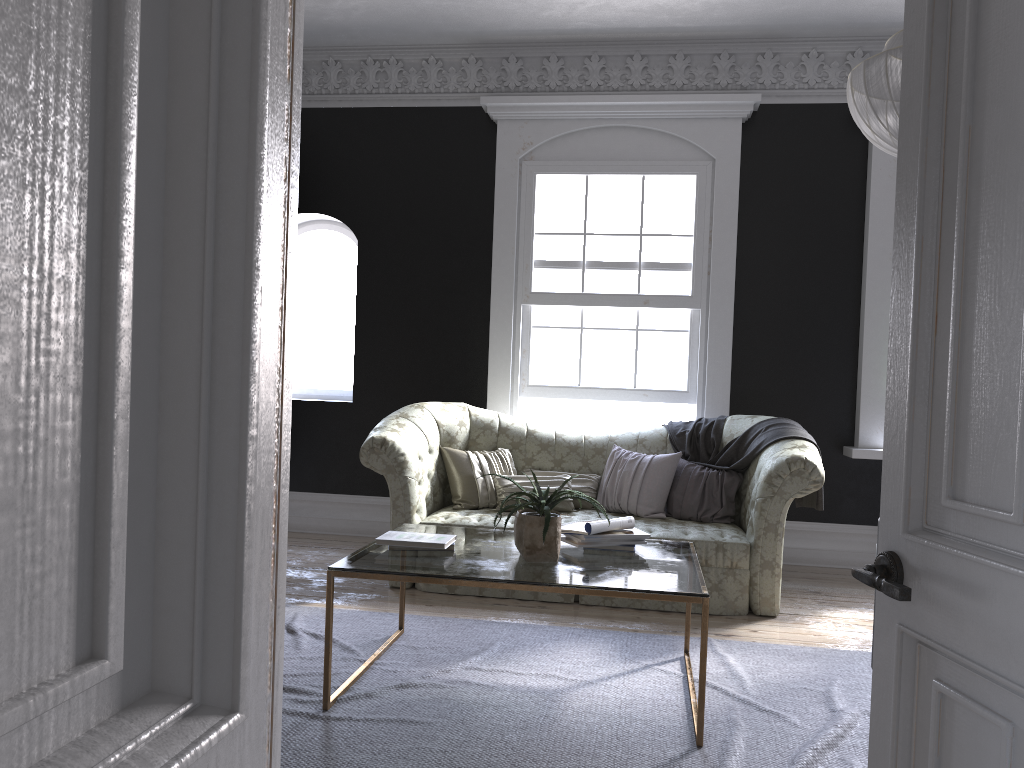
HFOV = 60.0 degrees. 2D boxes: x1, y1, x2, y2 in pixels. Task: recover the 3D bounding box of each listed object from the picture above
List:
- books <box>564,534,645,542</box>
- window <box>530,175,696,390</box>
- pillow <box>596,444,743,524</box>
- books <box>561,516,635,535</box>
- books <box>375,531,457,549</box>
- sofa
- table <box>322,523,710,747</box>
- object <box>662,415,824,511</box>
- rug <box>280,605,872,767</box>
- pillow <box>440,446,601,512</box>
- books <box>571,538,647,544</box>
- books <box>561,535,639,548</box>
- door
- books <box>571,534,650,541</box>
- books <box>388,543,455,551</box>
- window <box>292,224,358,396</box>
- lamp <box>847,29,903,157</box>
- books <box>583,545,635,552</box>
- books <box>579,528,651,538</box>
[{"bbox_3d":[0.411,0.694,4.071,0.318,0.011,0.252,2,0,-20],"label":"books"},{"bbox_3d":[0.763,-0.783,6.821,1.263,1.672,0.056,2,1,9],"label":"window"},{"bbox_3d":[1.035,0.661,5.880,0.963,0.462,0.405,2,1,16],"label":"pillow"},{"bbox_3d":[0.357,0.658,4.062,0.273,0.109,0.322,3,1,44],"label":"books"},{"bbox_3d":[-0.413,0.675,3.845,0.307,0.024,0.220,2,0,9],"label":"books"},{"bbox_3d":[0.526,0.751,6.007,2.812,1.161,1.605,2,1,9],"label":"sofa"},{"bbox_3d":[0.072,1.014,3.865,1.448,0.558,1.092,2,1,9],"label":"table"},{"bbox_3d":[1.503,0.501,5.957,0.517,0.585,1.366,2,1,-32],"label":"object"},{"bbox_3d":[0.085,1.282,3.716,3.644,0.050,2.105,2,0,9],"label":"rug"},{"bbox_3d":[0.043,0.644,6.007,1.105,0.416,0.529,2,1,9],"label":"pillow"},{"bbox_3d":[0.427,0.706,4.071,0.318,0.011,0.252,2,0,-10],"label":"books"},{"bbox_3d":[0.382,0.715,4.068,0.318,0.011,0.252,2,0,-25],"label":"books"},{"bbox_3d":[0.766,0.149,1.153,0.216,2.375,1.097,2,1,-4],"label":"door"},{"bbox_3d":[0.428,0.685,4.061,0.318,0.011,0.252,2,0,-20],"label":"books"},{"bbox_3d":[-0.401,0.702,3.910,0.289,0.030,0.193,2,0,-7],"label":"books"},{"bbox_3d":[-1.623,-0.634,7.599,0.740,1.457,0.112,2,1,9],"label":"window"},{"bbox_3d":[1.749,-1.508,3.481,0.782,2.050,0.783,1,2,-38],"label":"lamp"},{"bbox_3d":[0.448,0.734,4.064,0.231,0.023,0.162,2,0,9],"label":"books"},{"bbox_3d":[0.437,0.674,4.059,0.318,0.011,0.252,2,0,-15],"label":"books"}]
